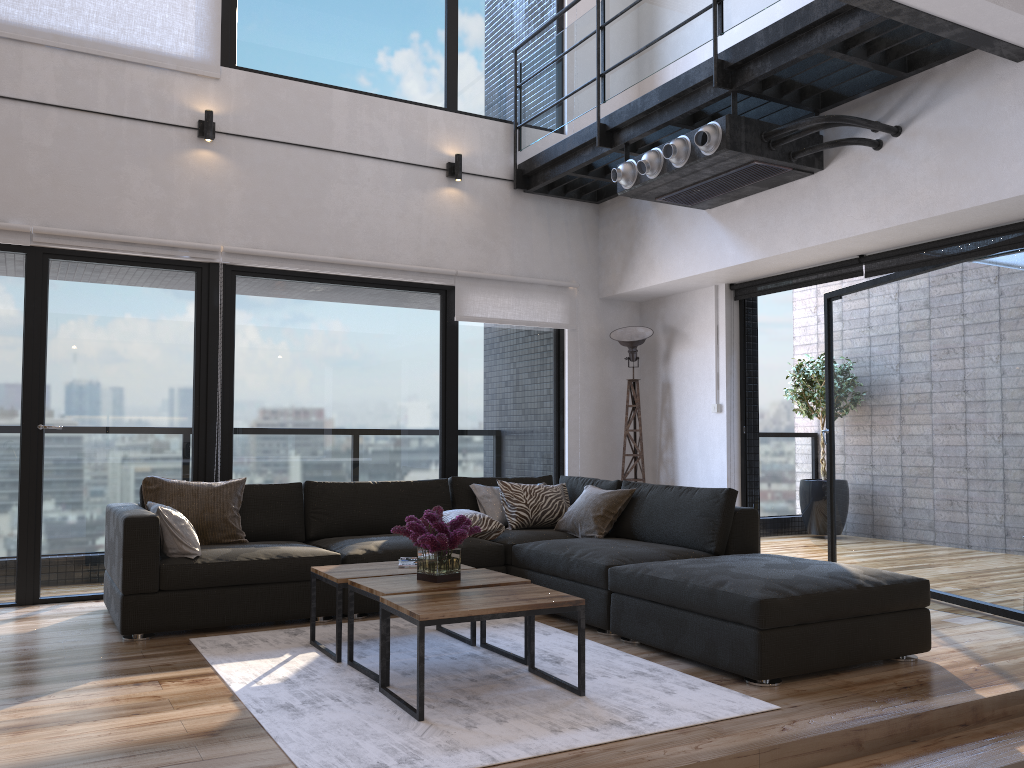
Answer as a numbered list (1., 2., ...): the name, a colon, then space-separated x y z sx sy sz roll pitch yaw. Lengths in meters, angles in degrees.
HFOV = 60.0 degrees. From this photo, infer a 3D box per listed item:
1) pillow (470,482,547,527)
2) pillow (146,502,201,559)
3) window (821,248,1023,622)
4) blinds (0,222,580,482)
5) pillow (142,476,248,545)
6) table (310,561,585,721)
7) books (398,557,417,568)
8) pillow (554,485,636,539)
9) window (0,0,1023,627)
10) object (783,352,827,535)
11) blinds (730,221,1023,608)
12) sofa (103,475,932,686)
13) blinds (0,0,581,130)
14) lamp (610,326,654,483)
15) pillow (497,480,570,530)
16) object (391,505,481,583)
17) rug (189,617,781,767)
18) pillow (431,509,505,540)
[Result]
1. pillow: 0.033 0.798 5.792 0.611 0.294 0.235 2 -4 -28
2. pillow: -1.711 0.735 4.480 0.212 0.265 0.499 2 -4 -28
3. window: 2.569 0.273 5.341 0.100 2.049 2.450 1 -3 -12
4. blinds: -1.785 0.154 5.486 5.370 2.042 0.096 2 -3 -29
5. pillow: -1.742 0.694 4.850 0.609 0.382 0.265 2 -4 -29
6. table: -0.308 0.990 3.664 0.697 0.350 1.299 2 -4 -29
7. books: -0.423 0.842 4.187 0.228 0.013 0.295 1 -4 -8
8. pillow: 0.490 0.780 5.402 0.273 0.309 0.547 2 -4 -29
9. window: -1.174 -1.396 4.006 13.400 5.563 5.667 2 -4 -29
10. object: 3.201 0.590 9.055 0.812 1.861 0.801 -1 -3 14
11. blinds: 3.136 0.229 4.871 3.861 2.050 1.830 -1 -3 15
12. sofa: -0.230 0.865 4.396 3.044 0.700 3.001 2 -4 -29
13. blinds: -3.465 -2.797 3.637 1.996 2.973 10.209 -2 -4 39
14. lamp: 0.615 0.437 6.384 1.469 1.826 0.425 3 -4 -44
15. pillow: 0.165 0.768 5.687 0.532 0.314 0.250 2 -4 -25
16. object: -0.301 0.646 3.709 0.342 0.342 0.375 2 -4 -27
17. rug: -0.285 1.163 3.626 1.637 0.003 2.114 2 -4 -29
18. pillow: -0.318 0.855 5.386 0.356 0.177 0.531 2 -4 -31
